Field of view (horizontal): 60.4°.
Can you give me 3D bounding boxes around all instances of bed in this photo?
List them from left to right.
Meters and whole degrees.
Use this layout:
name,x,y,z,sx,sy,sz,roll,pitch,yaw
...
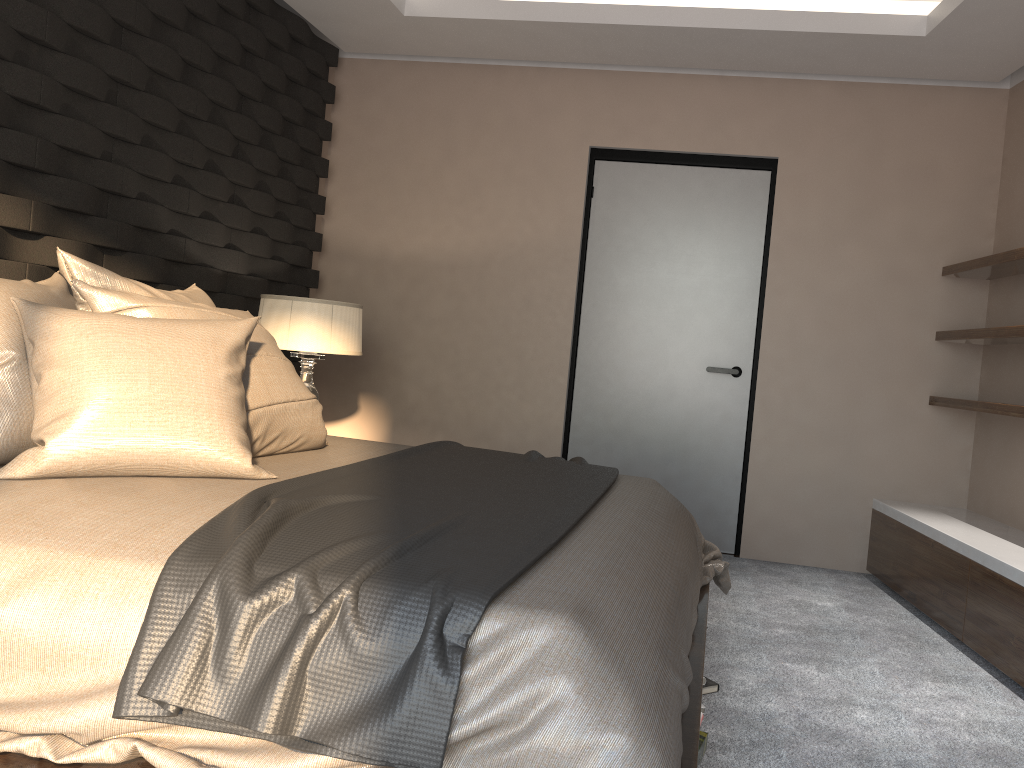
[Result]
name,x,y,z,sx,sy,sz,roll,pitch,yaw
bed,-0.549,0.513,2.354,2.256,0.624,2.331,6,2,11

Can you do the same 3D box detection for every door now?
name,x,y,z,sx,sy,sz,roll,pitch,yaw
door,0.820,-0.185,4.722,0.984,2.092,0.156,6,1,9

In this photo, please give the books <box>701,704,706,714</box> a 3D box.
name,x,y,z,sx,sy,sz,roll,pitch,yaw
books,0.410,0.860,2.443,0.179,0.019,0.237,5,2,-13

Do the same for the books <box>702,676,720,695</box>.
name,x,y,z,sx,sy,sz,roll,pitch,yaw
books,0.451,0.820,2.458,0.155,0.023,0.210,4,3,-32

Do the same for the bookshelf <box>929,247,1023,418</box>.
name,x,y,z,sx,sy,sz,roll,pitch,yaw
bookshelf,2.055,0.089,2.199,0.230,1.202,4.534,5,2,4

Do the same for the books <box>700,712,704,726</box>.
name,x,y,z,sx,sy,sz,roll,pitch,yaw
books,0.353,0.824,2.097,0.170,0.023,0.257,6,2,18

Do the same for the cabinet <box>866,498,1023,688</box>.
name,x,y,z,sx,sy,sz,roll,pitch,yaw
cabinet,1.875,0.861,2.229,0.450,0.369,4.573,6,2,4

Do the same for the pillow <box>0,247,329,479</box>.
name,x,y,z,sx,sy,sz,roll,pitch,yaw
pillow,-0.888,-0.079,2.355,0.882,0.518,1.283,6,2,13

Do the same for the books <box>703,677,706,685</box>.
name,x,y,z,sx,sy,sz,roll,pitch,yaw
books,0.426,0.796,2.458,0.160,0.020,0.198,5,2,-18

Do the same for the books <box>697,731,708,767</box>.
name,x,y,z,sx,sy,sz,roll,pitch,yaw
books,0.348,0.879,2.101,0.186,0.043,0.257,6,2,21

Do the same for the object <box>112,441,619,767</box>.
name,x,y,z,sx,sy,sz,roll,pitch,yaw
object,-0.091,0.380,2.291,0.608,0.322,2.087,6,2,13

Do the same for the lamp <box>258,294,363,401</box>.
name,x,y,z,sx,sy,sz,roll,pitch,yaw
lamp,-0.915,-0.060,3.919,0.487,0.630,0.445,5,2,-27
